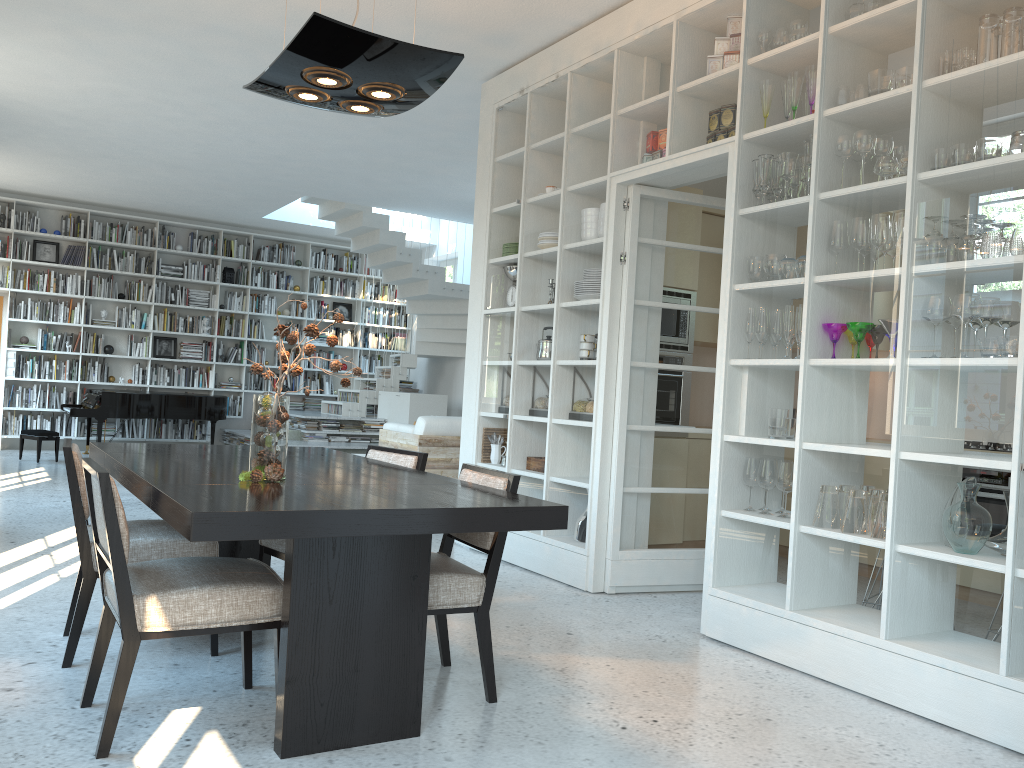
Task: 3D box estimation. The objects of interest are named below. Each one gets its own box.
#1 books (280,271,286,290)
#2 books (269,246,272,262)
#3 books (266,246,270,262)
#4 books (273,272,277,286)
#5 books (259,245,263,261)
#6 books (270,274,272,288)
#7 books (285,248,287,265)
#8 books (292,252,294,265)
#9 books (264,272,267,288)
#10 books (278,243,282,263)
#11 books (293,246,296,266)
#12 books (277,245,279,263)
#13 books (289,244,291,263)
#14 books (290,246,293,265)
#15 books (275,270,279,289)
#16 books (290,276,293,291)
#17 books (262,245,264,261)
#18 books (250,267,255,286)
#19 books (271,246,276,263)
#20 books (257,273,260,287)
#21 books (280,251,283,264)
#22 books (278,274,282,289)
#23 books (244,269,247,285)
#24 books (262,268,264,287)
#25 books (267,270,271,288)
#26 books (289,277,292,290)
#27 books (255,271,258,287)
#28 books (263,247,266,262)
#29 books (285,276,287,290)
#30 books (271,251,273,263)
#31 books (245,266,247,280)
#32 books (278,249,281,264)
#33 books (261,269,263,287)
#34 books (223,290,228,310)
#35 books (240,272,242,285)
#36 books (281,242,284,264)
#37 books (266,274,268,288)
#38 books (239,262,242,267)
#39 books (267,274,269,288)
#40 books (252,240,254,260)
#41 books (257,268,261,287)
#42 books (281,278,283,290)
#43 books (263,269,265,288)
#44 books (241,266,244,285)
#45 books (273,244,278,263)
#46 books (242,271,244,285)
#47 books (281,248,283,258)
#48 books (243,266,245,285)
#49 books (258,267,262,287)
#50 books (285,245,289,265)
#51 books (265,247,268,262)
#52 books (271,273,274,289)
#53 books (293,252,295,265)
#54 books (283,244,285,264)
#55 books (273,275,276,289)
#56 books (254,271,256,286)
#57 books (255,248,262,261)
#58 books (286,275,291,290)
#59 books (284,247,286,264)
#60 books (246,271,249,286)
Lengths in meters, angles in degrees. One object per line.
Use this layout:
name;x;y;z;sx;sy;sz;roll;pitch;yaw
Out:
books;-3.345;-1.498;12.928;0.029;0.285;0.183;3;0;-31
books;-3.519;-1.863;12.834;0.021;0.256;0.168;3;0;-31
books;-3.540;-1.864;12.819;0.030;0.255;0.161;3;0;-31
books;-3.446;-1.494;12.884;0.012;0.264;0.156;3;0;-31
books;-3.623;-1.864;12.759;0.009;0.244;0.173;3;0;-31
books;-3.515;-1.474;12.855;0.025;0.216;0.144;3;0;-31
books;-3.318;-1.847;12.953;0.024;0.252;0.149;3;0;-31
books;-3.237;-1.823;13.002;0.018;0.214;0.157;3;0;-31
books;-3.575;-1.491;12.799;0.027;0.241;0.160;3;0;-31
books;-3.390;-1.882;12.903;0.006;0.312;0.179;3;0;-31
books;-3.208;-1.867;13.009;0.006;0.306;0.163;3;0;-31
books;-3.419;-1.870;12.902;0.007;0.285;0.159;3;0;-31
books;-3.279;-1.879;12.999;0.008;0.321;0.133;3;0;-31
books;-3.251;-1.865;12.984;0.013;0.297;0.188;3;0;-31
books;-3.426;-1.503;12.911;0.012;0.285;0.159;3;0;-31
books;-3.250;-1.463;13.021;0.026;0.229;0.140;3;0;-31
books;-3.614;-1.868;12.785;0.012;0.255;0.133;3;0;-31
books;-3.722;-1.523;12.711;0.012;0.285;0.159;3;0;-31
books;-3.459;-1.860;12.843;0.028;0.258;0.184;3;0;-31
books;-3.661;-1.480;12.738;0.026;0.208;0.181;3;0;-31
books;-3.375;-1.826;12.896;0.018;0.201;0.188;3;0;-31
books;-3.399;-1.478;12.906;0.030;0.238;0.185;3;0;-31
books;-3.817;-1.513;12.637;0.013;0.248;0.186;3;0;-31
books;-3.613;-1.521;12.795;0.021;0.296;0.138;3;0;-31
books;-3.530;-1.509;12.847;0.013;0.284;0.154;3;0;-31
books;-3.273;-1.458;12.987;0.048;0.216;0.182;3;0;-31
books;-3.692;-1.500;12.740;0.026;0.243;0.148;3;0;-31
books;-3.585;-1.854;12.777;0.013;0.229;0.174;3;0;-31
books;-3.329;-1.460;12.956;0.030;0.213;0.156;3;0;-31
books;-3.507;-1.829;12.863;0.031;0.190;0.132;3;0;-31
books;-3.812;-1.534;12.678;0.005;0.292;0.130;3;0;-31
books;-3.400;-1.842;12.892;0.018;0.231;0.160;3;0;-31
books;-3.627;-1.508;12.769;0.010;0.268;0.166;3;0;-31
books;-4.050;-1.177;12.545;0.018;0.285;0.159;3;0;-31
books;-3.878;-1.500;12.631;0.024;0.217;0.168;3;0;-31
books;-3.361;-1.889;12.918;0.007;0.329;0.183;3;0;-31
books;-3.568;-1.477;12.826;0.014;0.215;0.132;3;0;-31
books;-3.879;-1.562;12.628;0.025;0.339;0.142;3;0;-31
books;-3.551;-1.480;12.840;0.028;0.223;0.142;3;0;-31
books;-3.726;-1.901;12.683;0.019;0.304;0.175;3;0;-31
books;-3.652;-1.517;12.762;0.011;0.283;0.173;3;0;-31
books;-3.379;-1.448;12.925;0.027;0.181;0.176;3;0;-31
books;-3.603;-1.510;12.809;0.012;0.276;0.133;3;0;-31
books;-3.856;-1.535;12.618;0.021;0.288;0.179;3;0;-31
books;-3.448;-1.876;12.876;0.024;0.292;0.167;3;0;-31
books;-3.857;-1.496;12.641;0.013;0.210;0.140;3;0;-31
books;-3.370;-1.850;12.915;0.008;0.251;0.170;3;0;-31
books;-3.848;-1.534;12.666;0.013;0.289;0.131;3;0;-31
books;-3.637;-1.528;12.763;0.014;0.307;0.152;3;0;-31
books;-3.298;-1.873;12.954;0.008;0.307;0.182;3;0;-31
books;-3.566;-1.851;12.805;0.028;0.226;0.163;3;0;-31
books;-3.488;-1.483;12.858;0.023;0.237;0.149;3;0;-31
books;-3.219;-1.819;13.002;0.014;0.209;0.188;3;0;-31
books;-3.344;-1.873;12.910;0.015;0.299;0.183;3;0;-31
books;-3.463;-1.468;12.856;0.021;0.209;0.180;3;0;-31
books;-3.711;-1.499;12.735;0.012;0.239;0.138;3;0;-31
books;-3.644;-1.846;12.739;0.046;0.206;0.183;3;0;-31
books;-3.287;-1.469;12.968;0.054;0.235;0.171;3;0;-31
books;-3.332;-1.859;12.946;0.008;0.275;0.163;3;0;-31
books;-3.791;-1.493;12.653;0.008;0.214;0.223;3;0;-31
